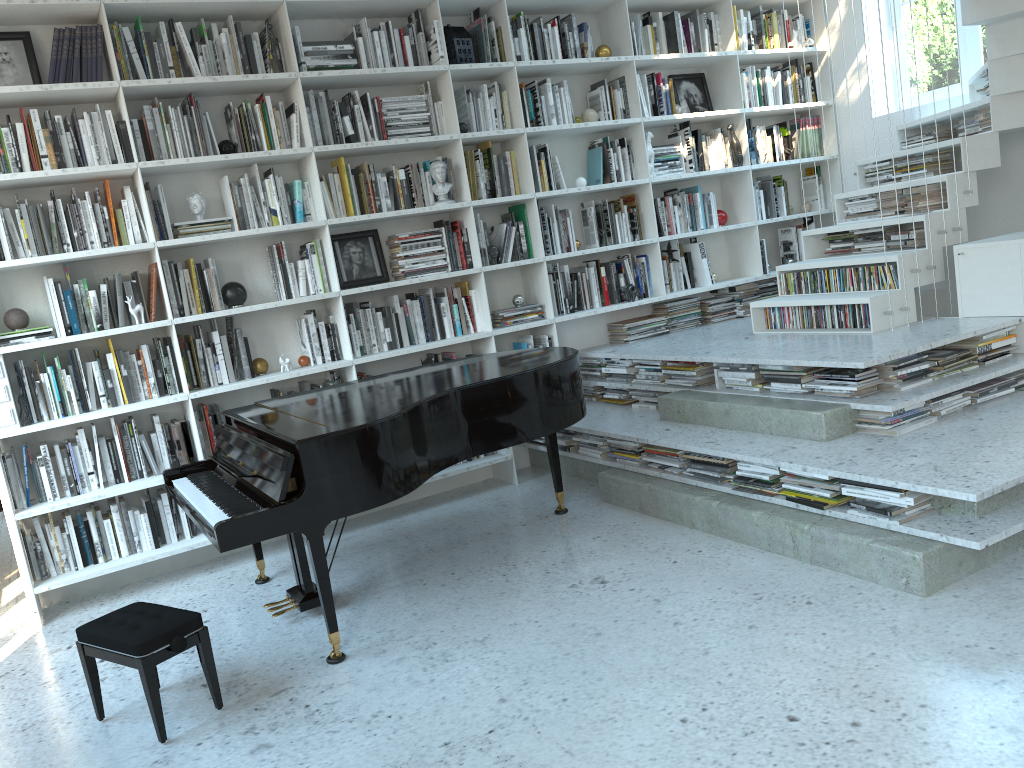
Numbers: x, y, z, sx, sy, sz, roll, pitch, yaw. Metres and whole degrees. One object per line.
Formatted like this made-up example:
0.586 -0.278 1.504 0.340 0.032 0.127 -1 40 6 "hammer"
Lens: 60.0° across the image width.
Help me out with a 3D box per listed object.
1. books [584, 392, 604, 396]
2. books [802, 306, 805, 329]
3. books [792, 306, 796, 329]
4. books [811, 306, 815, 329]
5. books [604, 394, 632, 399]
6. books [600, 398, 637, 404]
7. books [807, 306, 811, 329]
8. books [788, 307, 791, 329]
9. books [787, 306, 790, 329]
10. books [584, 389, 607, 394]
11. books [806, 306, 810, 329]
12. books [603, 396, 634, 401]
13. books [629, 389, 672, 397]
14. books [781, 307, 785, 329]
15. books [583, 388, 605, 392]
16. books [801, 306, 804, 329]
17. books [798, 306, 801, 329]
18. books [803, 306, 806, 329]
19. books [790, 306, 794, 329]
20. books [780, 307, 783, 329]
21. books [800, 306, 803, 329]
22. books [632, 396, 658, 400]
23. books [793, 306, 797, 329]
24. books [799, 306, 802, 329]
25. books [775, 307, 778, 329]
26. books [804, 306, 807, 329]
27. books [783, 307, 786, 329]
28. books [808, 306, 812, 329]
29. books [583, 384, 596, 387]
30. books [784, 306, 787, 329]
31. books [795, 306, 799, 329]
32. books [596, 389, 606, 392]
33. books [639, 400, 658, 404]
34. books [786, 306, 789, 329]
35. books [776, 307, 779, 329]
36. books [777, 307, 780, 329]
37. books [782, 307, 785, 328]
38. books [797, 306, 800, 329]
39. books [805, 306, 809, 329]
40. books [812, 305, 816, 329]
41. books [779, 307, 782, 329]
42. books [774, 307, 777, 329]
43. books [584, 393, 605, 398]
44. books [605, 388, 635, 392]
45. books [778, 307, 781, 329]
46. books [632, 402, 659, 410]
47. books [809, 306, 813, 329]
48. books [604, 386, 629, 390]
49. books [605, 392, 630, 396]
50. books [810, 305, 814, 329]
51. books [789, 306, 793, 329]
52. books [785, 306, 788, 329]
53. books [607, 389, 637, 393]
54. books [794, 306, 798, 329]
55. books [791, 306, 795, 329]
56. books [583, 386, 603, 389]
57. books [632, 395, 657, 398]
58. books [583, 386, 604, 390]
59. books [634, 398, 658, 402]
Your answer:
0.539 0.045 5.635 0.169 0.012 0.215 -14 9 -27 "books"
1.659 -0.379 4.911 0.125 0.125 0.009 -14 10 -27 "books"
1.626 -0.382 4.973 0.125 0.125 0.007 -14 10 -27 "books"
1.692 -0.375 4.851 0.125 0.125 0.007 -14 10 -27 "books"
0.679 0.060 5.357 0.180 0.017 0.182 -14 9 -30 "books"
0.679 0.087 5.358 0.186 0.009 0.260 -13 9 -24 "books"
1.677 -0.377 4.878 0.125 0.125 0.007 -14 10 -27 "books"
1.610 -0.384 5.001 0.125 0.125 0.007 -14 10 -27 "books"
1.607 -0.384 5.007 0.125 0.125 0.008 -14 10 -27 "books"
0.540 0.032 5.634 0.158 0.012 0.278 -14 9 -28 "books"
1.674 -0.377 4.885 0.125 0.125 0.009 -14 10 -27 "books"
0.692 0.072 5.365 0.159 0.014 0.267 -14 9 -28 "books"
0.819 0.039 5.078 0.180 0.017 0.249 -14 9 -30 "books"
1.585 -0.386 5.047 0.125 0.125 0.008 -14 10 -27 "books"
0.527 0.021 5.626 0.184 0.006 0.262 -13 9 -26 "books"
1.655 -0.379 4.918 0.125 0.125 0.008 -14 10 -27 "books"
1.644 -0.380 4.939 0.125 0.125 0.008 -14 10 -27 "books"
1.663 -0.378 4.904 0.125 0.125 0.008 -14 10 -27 "books"
1.618 -0.383 4.987 0.125 0.125 0.009 -14 10 -27 "books"
1.582 -0.387 5.054 0.125 0.125 0.008 -14 10 -27 "books"
1.652 -0.379 4.925 0.125 0.125 0.008 -14 10 -27 "books"
0.831 0.062 5.086 0.156 0.017 0.263 -14 10 -31 "books"
1.629 -0.382 4.966 0.125 0.125 0.008 -14 10 -27 "books"
1.648 -0.380 4.932 0.125 0.125 0.008 -14 10 -27 "books"
1.563 -0.389 5.088 0.125 0.125 0.009 -14 10 -27 "books"
1.667 -0.378 4.898 0.125 0.125 0.007 -14 10 -27 "books"
1.593 -0.386 5.033 0.125 0.125 0.007 -14 10 -27 "books"
1.681 -0.376 4.872 0.125 0.125 0.008 -14 10 -27 "books"
0.525 -0.010 5.623 0.173 0.009 0.239 -13 9 -25 "books"
1.596 -0.385 5.027 0.125 0.125 0.007 -14 10 -27 "books"
1.637 -0.381 4.953 0.125 0.125 0.008 -14 10 -27 "books"
0.536 0.024 5.632 0.152 0.005 0.242 -13 9 -23 "books"
0.845 0.087 5.096 0.138 0.015 0.214 -13 9 -23 "books"
1.603 -0.384 5.014 0.125 0.125 0.008 -14 10 -27 "books"
1.567 -0.388 5.081 0.125 0.125 0.009 -14 10 -27 "books"
1.571 -0.388 5.074 0.125 0.125 0.007 -14 10 -27 "books"
1.589 -0.386 5.040 0.125 0.125 0.008 -14 10 -27 "books"
1.640 -0.381 4.946 0.125 0.125 0.007 -14 10 -27 "books"
1.670 -0.378 4.891 0.125 0.125 0.008 -14 10 -27 "books"
1.695 -0.375 4.844 0.125 0.125 0.010 -14 10 -27 "books"
1.578 -0.387 5.061 0.125 0.125 0.008 -14 10 -27 "books"
1.559 -0.389 5.095 0.125 0.125 0.007 -14 10 -27 "books"
0.551 0.055 5.642 0.147 0.014 0.292 -14 9 -27 "books"
0.685 0.018 5.357 0.144 0.009 0.249 -13 9 -23 "books"
1.574 -0.387 5.067 0.125 0.125 0.008 -14 10 -27 "books"
0.826 0.113 5.087 0.188 0.028 0.202 -14 10 -32 "books"
1.684 -0.376 4.865 0.125 0.125 0.007 -14 10 -27 "books"
0.685 0.007 5.356 0.149 0.014 0.228 -14 9 -29 "books"
0.688 0.045 5.361 0.159 0.009 0.228 -13 9 -26 "books"
1.688 -0.376 4.858 0.125 0.125 0.007 -14 10 -27 "books"
1.614 -0.383 4.994 0.125 0.125 0.008 -14 10 -27 "books"
1.600 -0.385 5.020 0.125 0.125 0.007 -14 10 -27 "books"
0.692 0.030 5.361 0.136 0.018 0.200 -14 10 -31 "books"
1.633 -0.381 4.959 0.125 0.125 0.008 -14 10 -27 "books"
1.622 -0.382 4.979 0.125 0.125 0.007 -14 10 -27 "books"
0.532 0.000 5.628 0.152 0.015 0.207 -13 9 -22 "books"
0.825 0.050 5.082 0.178 0.009 0.276 -13 9 -26 "books"
0.532 0.012 5.629 0.159 0.009 0.210 -13 9 -23 "books"
0.837 0.075 5.091 0.160 0.012 0.254 -13 9 -26 "books"
